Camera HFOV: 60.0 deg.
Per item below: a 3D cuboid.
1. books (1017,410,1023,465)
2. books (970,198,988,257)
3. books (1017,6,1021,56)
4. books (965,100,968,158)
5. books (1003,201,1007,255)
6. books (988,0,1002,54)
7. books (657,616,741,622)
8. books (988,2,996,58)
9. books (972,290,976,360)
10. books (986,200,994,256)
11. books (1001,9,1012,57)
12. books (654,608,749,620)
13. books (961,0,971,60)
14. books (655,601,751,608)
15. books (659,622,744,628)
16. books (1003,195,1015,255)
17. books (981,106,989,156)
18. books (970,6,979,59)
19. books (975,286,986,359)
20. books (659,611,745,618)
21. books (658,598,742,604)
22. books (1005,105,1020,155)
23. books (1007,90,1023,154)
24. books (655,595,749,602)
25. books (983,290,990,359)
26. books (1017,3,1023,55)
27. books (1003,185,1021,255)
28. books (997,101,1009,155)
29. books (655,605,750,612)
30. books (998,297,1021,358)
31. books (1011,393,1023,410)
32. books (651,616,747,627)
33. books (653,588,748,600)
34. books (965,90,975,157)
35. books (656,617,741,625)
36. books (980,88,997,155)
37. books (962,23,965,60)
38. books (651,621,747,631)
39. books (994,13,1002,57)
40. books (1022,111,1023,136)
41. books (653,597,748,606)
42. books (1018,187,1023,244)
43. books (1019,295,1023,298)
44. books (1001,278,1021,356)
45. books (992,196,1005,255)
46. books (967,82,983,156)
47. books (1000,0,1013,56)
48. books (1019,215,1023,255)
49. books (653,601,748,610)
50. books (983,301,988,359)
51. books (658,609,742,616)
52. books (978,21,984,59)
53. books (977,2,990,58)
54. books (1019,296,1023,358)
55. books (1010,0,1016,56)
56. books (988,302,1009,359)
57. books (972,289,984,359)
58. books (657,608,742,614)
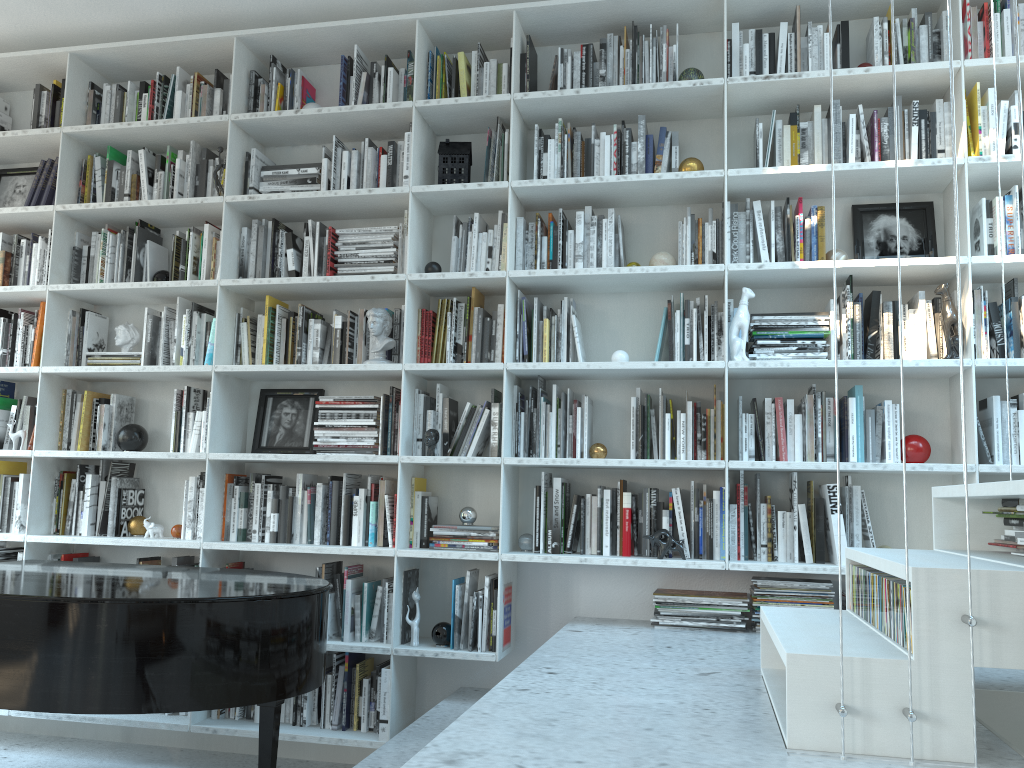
[{"bbox_3d":[1.833,0.203,3.225,0.029,0.201,0.173,0,-7,12],"label":"books"},{"bbox_3d":[1.757,-0.552,3.338,0.012,0.253,0.161,0,-7,12],"label":"books"},{"bbox_3d":[1.915,-1.282,3.401,0.014,0.260,0.168,0,-7,12],"label":"books"},{"bbox_3d":[1.672,-0.918,3.331,0.027,0.241,0.162,0,-7,12],"label":"books"},{"bbox_3d":[1.817,-0.544,3.327,0.011,0.238,0.173,0,-7,12],"label":"books"},{"bbox_3d":[1.859,-1.316,3.423,0.014,0.331,0.143,0,-7,12],"label":"books"},{"bbox_3d":[0.718,0.887,3.395,0.308,0.008,0.195,0,-8,14],"label":"books"},{"bbox_3d":[1.819,-1.289,3.402,0.012,0.268,0.185,0,-7,12],"label":"books"},{"bbox_3d":[1.688,-0.196,3.306,0.026,0.273,0.158,0,-7,12],"label":"books"},{"bbox_3d":[1.779,-0.548,3.346,0.026,0.249,0.161,0,-7,12],"label":"books"},{"bbox_3d":[1.872,-1.275,3.400,0.023,0.243,0.183,0,-7,12],"label":"books"},{"bbox_3d":[0.720,0.880,3.396,0.345,0.007,0.193,0,-8,10],"label":"books"},{"bbox_3d":[1.740,-1.310,3.425,0.011,0.313,0.173,0,-7,12],"label":"books"},{"bbox_3d":[0.722,0.834,3.392,0.345,0.007,0.193,0,-8,7],"label":"books"},{"bbox_3d":[0.716,0.909,3.388,0.308,0.008,0.195,0,-8,8],"label":"books"},{"bbox_3d":[1.834,-0.554,3.317,0.026,0.256,0.173,0,-7,12],"label":"books"},{"bbox_3d":[1.735,-0.902,3.302,0.024,0.205,0.166,0,-7,12],"label":"books"},{"bbox_3d":[1.768,-1.289,3.430,0.022,0.275,0.160,0,-7,12],"label":"books"},{"bbox_3d":[1.734,-0.204,3.310,0.010,0.292,0.164,0,-7,12],"label":"books"},{"bbox_3d":[0.718,0.871,3.389,0.308,0.008,0.195,0,-8,7],"label":"books"},{"bbox_3d":[0.724,0.820,3.402,0.308,0.008,0.195,0,-8,14],"label":"books"},{"bbox_3d":[1.830,-0.897,3.278,0.024,0.193,0.190,0,-7,12],"label":"books"},{"bbox_3d":[1.857,-0.929,3.291,0.023,0.263,0.158,0,-7,12],"label":"books"},{"bbox_3d":[0.724,0.813,3.403,0.345,0.007,0.193,0,-8,10],"label":"books"},{"bbox_3d":[1.755,-0.196,3.315,0.010,0.278,0.148,0,-7,12],"label":"books"},{"bbox_3d":[1.935,-1.289,3.399,0.027,0.275,0.148,0,-7,12],"label":"books"},{"bbox_3d":[1.851,-0.570,3.301,0.014,0.285,0.185,0,-7,12],"label":"books"},{"bbox_3d":[1.796,-0.911,3.293,0.049,0.223,0.161,0,-7,12],"label":"books"},{"bbox_3d":[0.723,0.850,3.396,0.345,0.007,0.193,0,-8,9],"label":"books"},{"bbox_3d":[1.829,-0.182,3.268,0.022,0.242,0.171,0,-7,12],"label":"books"},{"bbox_3d":[1.864,0.173,3.242,0.024,0.267,0.133,0,-7,12],"label":"books"},{"bbox_3d":[0.716,0.901,3.385,0.345,0.007,0.193,-1,-8,17],"label":"books"},{"bbox_3d":[0.724,0.806,3.404,0.345,0.007,0.193,0,-8,14],"label":"books"},{"bbox_3d":[1.701,-0.942,3.339,0.036,0.293,0.135,0,-7,12],"label":"books"},{"bbox_3d":[0.717,0.894,3.389,0.308,0.008,0.195,-1,-8,16],"label":"books"},{"bbox_3d":[1.758,-0.932,3.292,0.026,0.263,0.189,0,-7,12],"label":"books"},{"bbox_3d":[1.726,-1.262,3.449,0.027,0.224,0.135,0,-7,12],"label":"books"},{"bbox_3d":[0.716,0.916,3.386,0.345,0.007,0.193,-1,-8,16],"label":"books"},{"bbox_3d":[1.835,-1.268,3.399,0.022,0.228,0.175,0,-7,12],"label":"books"},{"bbox_3d":[1.895,-0.892,3.321,0.038,0.198,0.170,0,-7,12],"label":"books"},{"bbox_3d":[0.724,0.828,3.402,0.345,0.007,0.193,0,-8,14],"label":"books"},{"bbox_3d":[1.902,-0.572,3.317,0.022,0.296,0.162,0,-7,12],"label":"books"},{"bbox_3d":[1.890,-0.192,3.267,0.022,0.265,0.157,0,-7,12],"label":"books"},{"bbox_3d":[1.850,-0.219,3.287,0.012,0.321,0.141,0,-7,12],"label":"books"},{"bbox_3d":[1.797,-0.551,3.314,0.023,0.247,0.182,0,-7,12],"label":"books"},{"bbox_3d":[1.719,-0.946,3.311,0.010,0.294,0.183,0,-7,12],"label":"books"},{"bbox_3d":[1.893,-1.314,3.417,0.012,0.326,0.151,0,-7,12],"label":"books"},{"bbox_3d":[1.878,-0.519,3.322,0.028,0.191,0.137,0,-7,12],"label":"books"},{"bbox_3d":[0.724,0.843,3.400,0.345,0.007,0.193,0,-8,14],"label":"books"},{"bbox_3d":[1.742,-0.178,3.305,0.010,0.238,0.147,0,-7,12],"label":"books"},{"bbox_3d":[0.721,0.866,3.403,0.308,0.008,0.195,0,-8,12],"label":"books"},{"bbox_3d":[1.793,-1.262,3.433,0.025,0.222,0.137,0,-7,12],"label":"books"},{"bbox_3d":[1.809,-1.295,3.418,0.013,0.286,0.151,0,-7,12],"label":"books"},{"bbox_3d":[1.864,-0.184,3.259,0.026,0.245,0.181,0,-7,12],"label":"books"},{"bbox_3d":[1.901,-1.306,3.399,0.012,0.305,0.184,0,-7,12],"label":"books"},{"bbox_3d":[1.791,-0.175,3.304,0.066,0.236,0.144,0,-7,12],"label":"books"},{"bbox_3d":[1.713,-0.199,3.299,0.025,0.277,0.160,0,-7,12],"label":"books"},{"bbox_3d":[0.721,0.856,3.390,0.308,0.008,0.195,-1,-8,17],"label":"books"}]
